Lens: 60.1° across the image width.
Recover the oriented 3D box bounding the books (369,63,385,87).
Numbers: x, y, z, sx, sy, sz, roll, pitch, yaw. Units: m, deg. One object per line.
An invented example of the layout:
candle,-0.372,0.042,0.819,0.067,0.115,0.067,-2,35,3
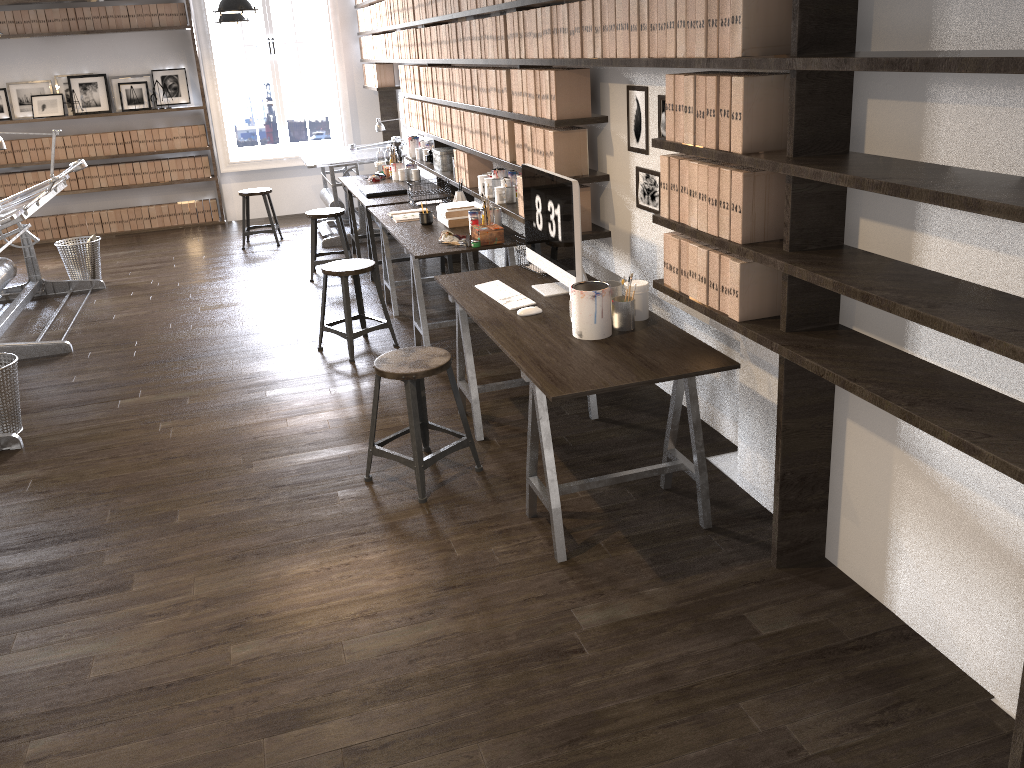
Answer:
books,-1.382,-3.206,9.196,0.175,0.222,0.068,-9,20,-15

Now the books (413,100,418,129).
books,-0.717,-2.222,7.281,0.175,0.222,0.067,-9,20,-15

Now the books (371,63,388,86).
books,-1.338,-3.162,9.074,0.175,0.222,0.067,-9,20,-15

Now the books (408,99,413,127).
books,-0.774,-2.293,7.475,0.175,0.222,0.067,-9,20,-15

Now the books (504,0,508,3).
books,0.045,-2.072,4.540,0.175,0.222,0.067,-9,20,-15

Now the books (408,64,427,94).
books,-0.755,-2.500,7.269,0.175,0.222,0.067,-9,20,-15

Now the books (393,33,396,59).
books,-0.935,-2.938,7.693,0.175,0.222,0.067,-9,20,-15

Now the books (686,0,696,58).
books,0.649,-1.162,2.824,0.175,0.222,0.067,-9,20,-15

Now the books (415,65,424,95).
books,-0.665,-2.402,7.000,0.175,0.222,0.067,-9,20,-15

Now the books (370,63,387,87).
books,-1.359,-3.182,9.131,0.175,0.222,0.067,-9,20,-15

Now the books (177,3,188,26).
books,-3.408,-3.823,9.170,0.067,0.222,0.177,-9,20,-15

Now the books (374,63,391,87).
books,-1.296,-3.116,8.950,0.175,0.222,0.067,-9,20,-15

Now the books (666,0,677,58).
books,0.605,-1.207,2.946,0.175,0.222,0.068,-9,20,-15

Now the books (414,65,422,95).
books,-0.685,-2.428,7.069,0.175,0.222,0.067,-9,20,-15

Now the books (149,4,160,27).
books,-3.667,-3.778,9.096,0.067,0.222,0.177,-9,20,-15

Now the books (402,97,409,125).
books,-0.860,-2.383,7.722,0.175,0.222,0.068,-9,20,-15

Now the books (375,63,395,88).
books,-1.277,-3.093,8.886,0.175,0.222,0.067,-9,20,-15

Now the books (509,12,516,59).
books,0.084,-1.792,4.546,0.175,0.222,0.068,-9,20,-15

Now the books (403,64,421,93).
books,-0.818,-2.570,7.459,0.175,0.222,0.068,-9,20,-15

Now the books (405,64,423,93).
books,-0.793,-2.548,7.399,0.175,0.222,0.067,-9,20,-15

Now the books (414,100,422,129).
books,-0.695,-2.197,7.215,0.175,0.222,0.068,-9,20,-15

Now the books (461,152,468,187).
books,-0.243,-1.455,5.969,0.175,0.222,0.067,-9,20,-15

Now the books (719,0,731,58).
books,0.711,-1.094,2.637,0.175,0.222,0.067,-9,20,-15

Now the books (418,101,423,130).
books,-0.651,-2.155,7.099,0.175,0.222,0.067,-9,20,-15

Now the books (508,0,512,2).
books,0.064,-2.047,4.473,0.175,0.222,0.067,-9,20,-15

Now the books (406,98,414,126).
books,-0.799,-2.316,7.538,0.175,0.222,0.068,-9,20,-15

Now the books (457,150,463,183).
books,-0.281,-1.503,6.099,0.175,0.222,0.067,-9,20,-15

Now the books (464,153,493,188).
books,-0.218,-1.432,5.905,0.175,0.222,0.067,-9,20,-15

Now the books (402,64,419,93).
books,-0.834,-2.593,7.521,0.175,0.222,0.067,-9,20,-15

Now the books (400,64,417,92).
books,-0.854,-2.614,7.578,0.175,0.222,0.067,-9,20,-15

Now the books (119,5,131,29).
books,-3.936,-3.732,9.022,0.067,0.222,0.177,-9,20,-15

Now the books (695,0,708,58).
books,0.664,-1.139,2.762,0.175,0.222,0.068,-9,20,-15

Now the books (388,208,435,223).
books,-0.662,-1.111,5.787,0.256,0.029,0.360,-9,22,-15

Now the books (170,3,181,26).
books,-3.475,-3.811,9.150,0.067,0.222,0.177,-9,20,-15

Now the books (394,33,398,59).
books,-0.915,-2.914,7.627,0.175,0.222,0.068,-9,20,-15

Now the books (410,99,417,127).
books,-0.752,-2.270,7.412,0.175,0.222,0.067,-9,20,-15

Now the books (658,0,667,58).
books,0.588,-1.231,3.011,0.175,0.222,0.067,-9,20,-15

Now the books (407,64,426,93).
books,-0.772,-2.525,7.334,0.175,0.222,0.067,-9,20,-15

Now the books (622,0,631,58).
books,0.499,-1.325,3.269,0.175,0.222,0.068,-9,20,-15

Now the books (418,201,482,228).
books,-0.378,-1.059,5.454,0.386,0.145,0.299,-9,21,-15

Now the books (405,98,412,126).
books,-0.818,-2.340,7.605,0.175,0.222,0.067,-9,20,-15

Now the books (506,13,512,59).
books,0.069,-1.814,4.605,0.175,0.222,0.067,-9,20,-15

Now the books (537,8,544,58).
books,0.213,-1.650,4.158,0.175,0.222,0.067,-9,20,-15

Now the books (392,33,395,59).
books,-0.952,-2.960,7.751,0.175,0.222,0.067,-9,20,-15

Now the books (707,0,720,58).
books,0.690,-1.118,2.702,0.175,0.222,0.067,-9,20,-15

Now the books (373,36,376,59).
books,-1.268,-3.313,8.718,0.175,0.222,0.067,-9,20,-15

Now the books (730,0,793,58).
books,0.728,-1.070,2.572,0.175,0.222,0.067,-9,20,-15

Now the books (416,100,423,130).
books,-0.672,-2.177,7.158,0.175,0.222,0.067,-9,20,-15

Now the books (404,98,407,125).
books,-0.836,-2.362,7.663,0.175,0.222,0.067,-9,20,-15

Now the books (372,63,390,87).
books,-1.323,-3.138,9.012,0.175,0.222,0.068,-9,20,-15

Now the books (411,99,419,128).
books,-0.735,-2.246,7.348,0.175,0.222,0.067,-9,20,-15

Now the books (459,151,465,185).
books,-0.260,-1.479,6.034,0.175,0.222,0.067,-9,20,-15

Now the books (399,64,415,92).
books,-0.877,-2.638,7.643,0.175,0.222,0.068,-9,20,-15

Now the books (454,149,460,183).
books,-0.307,-1.524,6.159,0.175,0.222,0.068,-9,20,-15

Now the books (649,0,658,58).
books,0.570,-1.254,3.075,0.175,0.222,0.067,-9,20,-15

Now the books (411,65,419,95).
books,-0.712,-2.452,7.135,0.175,0.222,0.068,-9,20,-15

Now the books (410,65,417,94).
books,-0.729,-2.477,7.205,0.175,0.222,0.067,-9,20,-15
